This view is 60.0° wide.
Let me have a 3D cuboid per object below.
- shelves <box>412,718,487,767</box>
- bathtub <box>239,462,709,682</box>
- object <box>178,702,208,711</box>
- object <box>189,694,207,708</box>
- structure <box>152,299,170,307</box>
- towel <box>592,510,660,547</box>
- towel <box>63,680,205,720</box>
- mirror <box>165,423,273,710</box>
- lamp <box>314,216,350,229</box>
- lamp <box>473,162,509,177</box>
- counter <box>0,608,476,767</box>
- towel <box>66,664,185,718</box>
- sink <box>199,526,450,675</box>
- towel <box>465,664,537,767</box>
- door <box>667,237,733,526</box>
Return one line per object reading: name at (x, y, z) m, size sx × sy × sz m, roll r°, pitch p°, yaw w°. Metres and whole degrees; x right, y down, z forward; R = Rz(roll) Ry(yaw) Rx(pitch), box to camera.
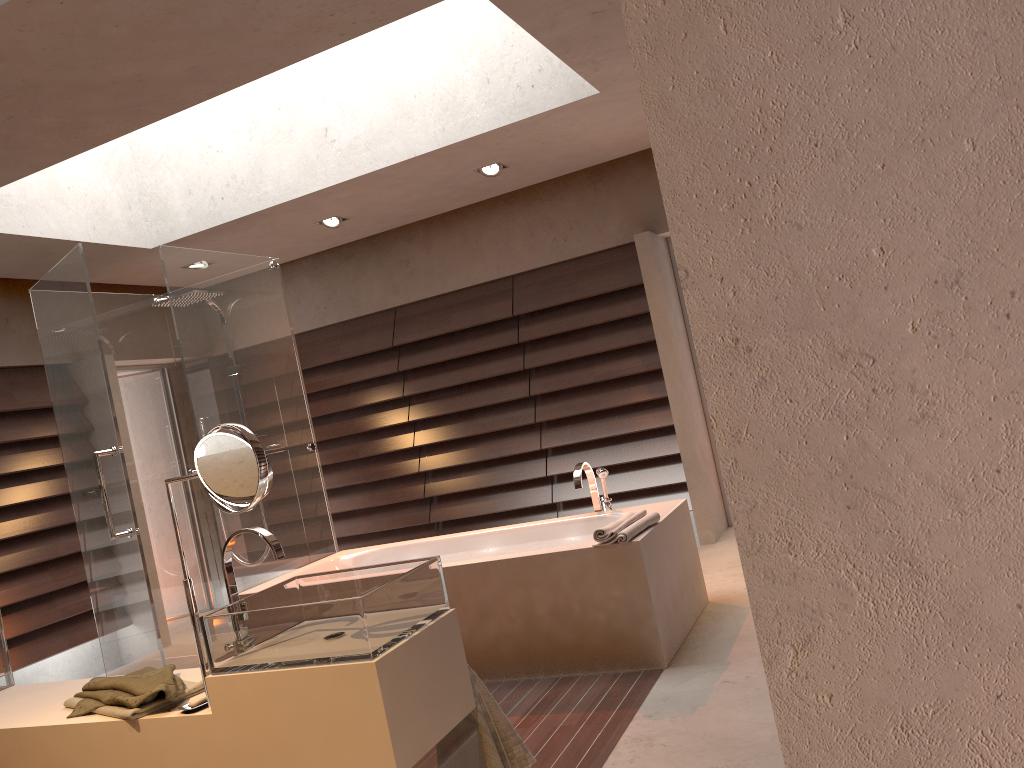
shelves at (-0.326, 1.030, 1.938) m, size 0.487 × 0.436 × 0.368 m, roll -12°, pitch -1°, yaw 23°
bathtub at (-0.195, 0.887, 4.250) m, size 2.000 × 0.761 × 0.994 m, roll -12°, pitch -1°, yaw 23°
object at (-0.678, 0.700, 1.950) m, size 0.065 × 0.011 × 0.108 m, roll -13°, pitch -2°, yaw 36°
object at (-0.678, 0.693, 1.950) m, size 0.035 × 0.016 × 0.066 m, roll -13°, pitch -1°, yaw 35°
structure at (-1.667, 0.294, 5.035) m, size 0.575 × 1.578 × 0.385 m, roll -12°, pitch -1°, yaw 23°
towel at (0.462, 0.575, 3.597) m, size 0.159 × 0.068 × 0.396 m, roll -13°, pitch -1°, yaw 29°
towel at (-0.907, 0.745, 2.140) m, size 0.394 × 0.027 × 0.202 m, roll -13°, pitch -2°, yaw 43°
mirror at (-0.582, 0.382, 1.823) m, size 0.316 × 0.589 × 0.074 m, roll -12°, pitch -1°, yaw 25°
lamp at (-1.161, -1.060, 5.692) m, size 0.165 × 0.110 × 0.170 m, roll -12°, pitch -1°, yaw 23°
lamp at (-0.127, -1.288, 5.246) m, size 0.165 × 0.110 × 0.170 m, roll -12°, pitch -1°, yaw 23°
counter at (-1.444, 1.149, 2.424) m, size 2.931 × 0.686 × 0.350 m, roll -12°, pitch -1°, yaw 23°
towel at (-0.944, 0.737, 2.151) m, size 0.258 × 0.057 × 0.571 m, roll -11°, pitch -1°, yaw -26°
sink at (-0.442, 0.474, 1.961) m, size 0.486 × 0.357 × 0.340 m, roll -12°, pitch -1°, yaw 23°
towel at (-0.089, 0.818, 2.079) m, size 0.252 × 0.598 × 0.121 m, roll -12°, pitch -1°, yaw 7°
door at (1.729, -0.117, 5.863) m, size 1.007 × 2.000 × 0.090 m, roll -12°, pitch -1°, yaw 23°
